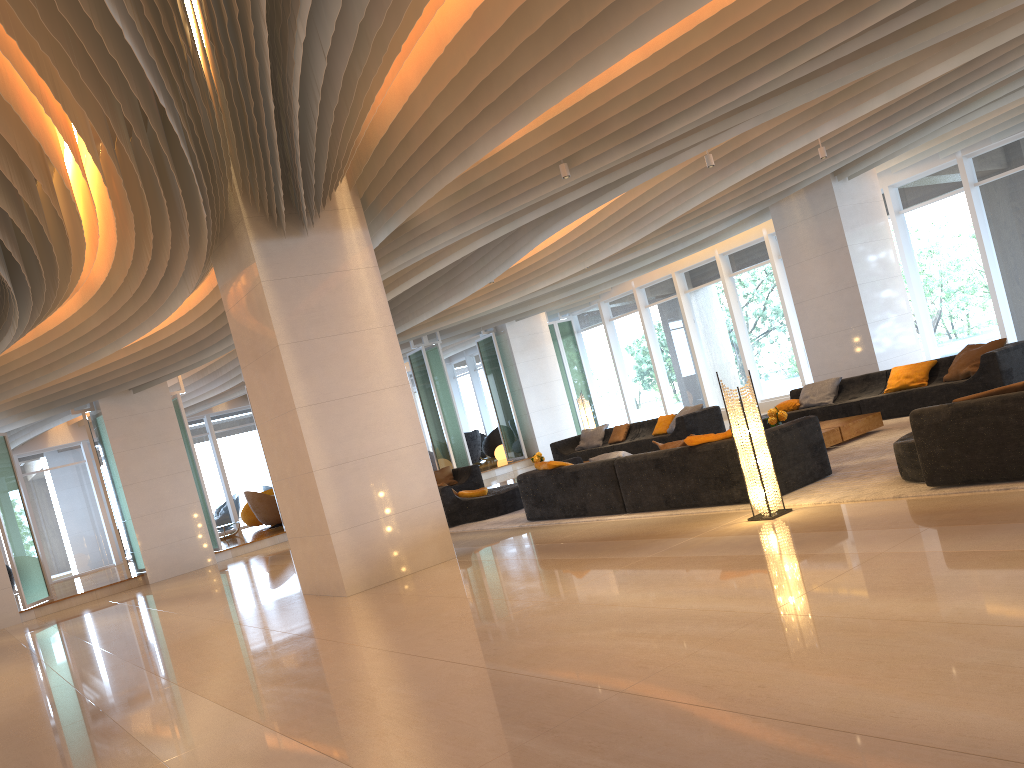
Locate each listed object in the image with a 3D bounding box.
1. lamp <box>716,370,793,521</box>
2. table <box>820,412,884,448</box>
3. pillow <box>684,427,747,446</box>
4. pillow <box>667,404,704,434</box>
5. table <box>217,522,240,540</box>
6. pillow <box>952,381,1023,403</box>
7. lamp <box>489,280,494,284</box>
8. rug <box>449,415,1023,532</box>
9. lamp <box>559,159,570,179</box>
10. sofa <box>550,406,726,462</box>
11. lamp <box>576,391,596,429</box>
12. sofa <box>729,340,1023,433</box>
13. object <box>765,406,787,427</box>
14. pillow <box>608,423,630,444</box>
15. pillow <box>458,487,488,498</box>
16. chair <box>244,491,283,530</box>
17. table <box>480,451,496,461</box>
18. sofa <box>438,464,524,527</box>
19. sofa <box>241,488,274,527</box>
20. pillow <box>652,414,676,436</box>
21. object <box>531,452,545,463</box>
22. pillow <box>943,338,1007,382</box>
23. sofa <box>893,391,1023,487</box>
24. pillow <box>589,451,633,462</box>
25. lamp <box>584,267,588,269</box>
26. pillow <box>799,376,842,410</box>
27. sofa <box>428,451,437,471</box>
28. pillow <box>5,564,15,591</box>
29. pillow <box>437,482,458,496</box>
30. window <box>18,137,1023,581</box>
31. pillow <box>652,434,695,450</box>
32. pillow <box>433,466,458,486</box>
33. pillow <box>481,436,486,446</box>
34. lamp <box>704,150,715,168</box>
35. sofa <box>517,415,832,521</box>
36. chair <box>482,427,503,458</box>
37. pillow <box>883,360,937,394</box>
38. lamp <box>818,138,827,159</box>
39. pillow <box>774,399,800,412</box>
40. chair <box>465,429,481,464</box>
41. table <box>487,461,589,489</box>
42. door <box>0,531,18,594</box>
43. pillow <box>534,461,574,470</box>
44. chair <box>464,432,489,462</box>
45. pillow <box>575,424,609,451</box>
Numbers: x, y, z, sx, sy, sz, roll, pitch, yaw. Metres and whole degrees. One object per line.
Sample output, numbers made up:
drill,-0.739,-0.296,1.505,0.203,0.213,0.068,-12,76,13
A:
lamp,1.865,0.453,6.916,0.252,1.200,0.248,-16,2,-34
table,3.240,0.719,10.512,1.614,0.220,1.586,-13,-2,-34
pillow,1.987,0.573,8.124,0.633,0.378,0.552,-16,-1,33
pillow,2.908,0.587,14.962,0.549,0.378,0.636,-15,-1,-12
table,-7.163,3.663,21.714,1.088,0.318,0.812,-14,-2,-28
pillow,3.375,0.160,5.973,0.400,0.392,0.599,-15,-1,-32
lamp,-0.529,-2.402,14.652,0.089,1.508,0.089,-15,2,10
rug,3.098,0.884,10.781,5.560,0.022,16.073,-13,-3,-34
lamp,0.366,-2.850,9.091,0.090,1.508,0.088,-16,2,-43
sofa,2.161,1.022,15.947,0.950,0.583,3.743,-14,-2,-34
lamp,1.585,0.824,18.201,0.252,1.453,0.248,-16,2,-34
sofa,4.644,0.207,11.822,1.363,0.583,4.106,-14,-2,-36
object,3.091,0.443,10.334,0.237,0.377,0.264,-15,0,-12
pillow,1.976,0.918,16.378,0.325,0.312,0.404,-15,-1,-37
pillow,-0.546,1.537,12.526,0.410,0.136,0.416,-15,-2,-1
chair,-5.606,2.863,20.891,1.144,1.006,1.506,-15,-1,-27
table,-0.589,2.121,27.091,1.088,0.318,0.812,-14,-2,-28
sofa,-0.834,1.726,14.507,2.849,0.654,5.042,-14,-2,-34
sofa,-5.815,3.056,23.085,2.585,0.902,1.099,-13,-2,-45
pillow,2.629,0.706,15.374,0.324,0.312,0.404,-15,-1,-32
object,0.451,1.318,14.927,0.236,0.377,0.265,-15,0,-2
pillow,5.621,-0.291,10.791,0.549,0.378,0.636,-15,-1,-12
sofa,3.677,0.253,6.181,1.366,0.577,2.232,-14,-2,-34
pillow,1.165,0.906,9.545,0.424,0.377,0.581,-15,-1,-32
lamp,1.133,-2.798,15.834,0.089,1.508,0.089,-15,2,10
pillow,4.359,0.175,12.604,0.465,0.417,0.659,-15,-1,-34
sofa,-3.010,2.319,23.286,2.549,0.902,1.115,-15,-1,15
pillow,-10.003,3.859,16.349,1.531,1.006,1.125,-14,-1,-37
pillow,-0.930,1.536,12.643,0.331,0.311,0.420,-15,-1,-33
window,4.959,-1.362,14.818,54.105,3.223,22.287,-16,-2,21
pillow,1.709,0.690,8.693,0.447,0.410,0.596,-15,-1,-32
pillow,-1.387,1.797,16.779,0.641,0.378,0.545,-15,-1,-13
pillow,-1.003,1.817,28.076,0.505,0.409,0.462,-15,0,-7
lamp,2.135,-3.271,10.357,0.088,1.508,0.089,-14,2,28
sofa,1.458,0.956,9.264,0.950,0.583,3.743,-14,-2,-34
chair,-0.205,1.631,26.218,1.530,1.006,1.126,-14,-1,-32
pillow,5.121,-0.052,11.444,0.454,0.394,0.631,-15,-1,-35
lamp,3.896,-3.692,11.606,0.090,1.508,0.088,-16,2,-43
pillow,4.010,0.339,12.971,0.446,0.193,0.590,-15,-2,20
chair,-1.392,1.897,24.931,1.127,1.006,1.529,-15,-1,28
table,0.493,1.609,14.735,1.614,0.220,1.586,-13,-2,-34
door,-12.544,3.811,21.665,1.471,2.775,0.059,-15,2,-35
pillow,0.612,1.018,10.238,0.549,0.378,0.636,-15,-1,-12
chair,-1.283,1.981,27.899,1.527,1.007,1.128,-14,-1,-22
pillow,1.533,1.033,17.076,0.633,0.378,0.552,-16,-1,33
